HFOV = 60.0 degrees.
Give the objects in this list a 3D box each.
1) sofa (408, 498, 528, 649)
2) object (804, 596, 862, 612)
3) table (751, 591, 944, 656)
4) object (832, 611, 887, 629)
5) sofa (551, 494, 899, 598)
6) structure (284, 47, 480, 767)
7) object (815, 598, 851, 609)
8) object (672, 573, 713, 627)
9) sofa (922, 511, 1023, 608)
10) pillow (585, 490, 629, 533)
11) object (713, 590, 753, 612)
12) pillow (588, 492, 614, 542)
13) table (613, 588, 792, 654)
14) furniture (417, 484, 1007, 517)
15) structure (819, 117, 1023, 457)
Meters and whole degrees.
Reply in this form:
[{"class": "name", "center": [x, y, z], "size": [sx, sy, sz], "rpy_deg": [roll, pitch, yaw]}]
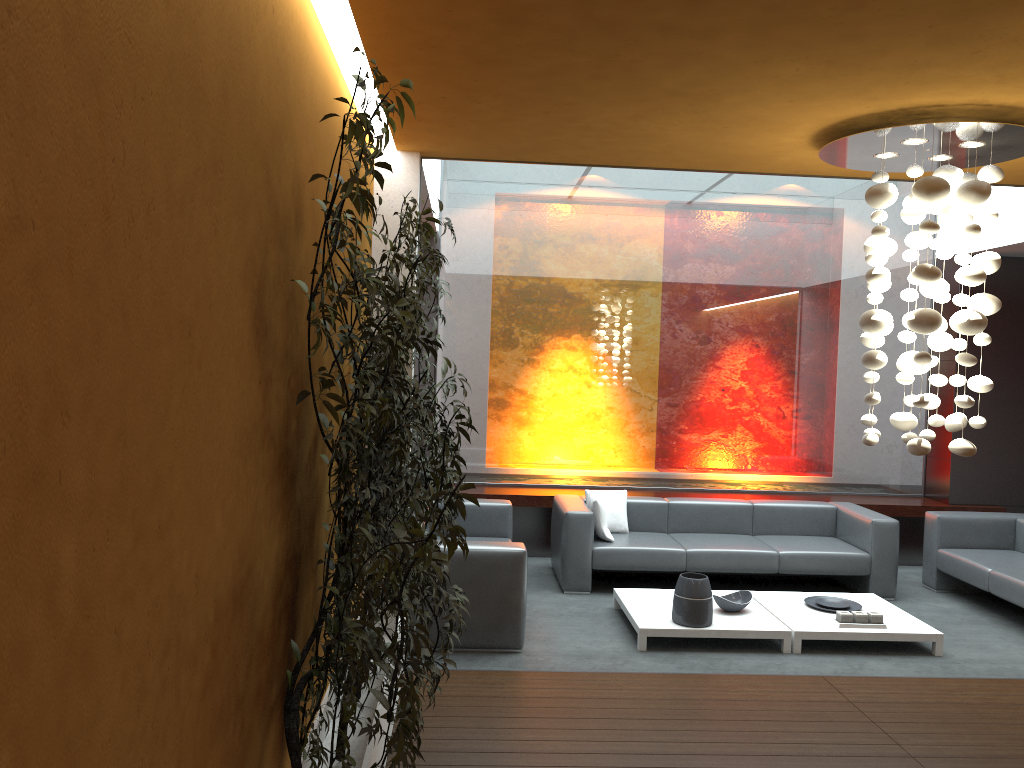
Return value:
[{"class": "sofa", "center": [-0.423, 1.308, 6.539], "size": [0.943, 0.652, 2.025], "rpy_deg": [2, 2, -3]}, {"class": "object", "center": [2.309, 1.591, 6.382], "size": [0.394, 0.027, 0.394], "rpy_deg": [2, 2, 14]}, {"class": "table", "center": [2.306, 1.682, 6.292], "size": [1.000, 0.150, 1.000], "rpy_deg": [2, 2, -3]}, {"class": "object", "center": [2.325, 1.569, 5.932], "size": [0.326, 0.097, 0.118], "rpy_deg": [2, 2, -3]}, {"class": "sofa", "center": [1.750, 1.357, 7.566], "size": [2.781, 0.652, 0.943], "rpy_deg": [2, 2, -3]}, {"class": "structure", "center": [-0.453, 0.220, 3.531], "size": [0.622, 2.483, 3.166], "rpy_deg": [2, 2, -4]}, {"class": "object", "center": [2.309, 1.588, 6.382], "size": [0.239, 0.027, 0.239], "rpy_deg": [1, 2, -31]}, {"class": "object", "center": [1.199, 1.424, 5.875], "size": [0.265, 0.309, 0.265], "rpy_deg": [1, 2, -31]}, {"class": "sofa", "center": [4.092, 1.460, 6.786], "size": [0.943, 0.652, 2.025], "rpy_deg": [2, 2, -3]}, {"class": "pillow", "center": [0.816, 1.098, 7.648], "size": [0.376, 0.361, 0.169], "rpy_deg": [2, 2, -5]}, {"class": "object", "center": [1.539, 1.521, 6.191], "size": [0.317, 0.125, 0.223], "rpy_deg": [1, 2, -36]}, {"class": "pillow", "center": [0.731, 1.104, 7.375], "size": [0.186, 0.358, 0.376], "rpy_deg": [2, 2, -4]}, {"class": "table", "center": [1.291, 1.648, 6.236], "size": [1.000, 0.150, 1.000], "rpy_deg": [2, 2, -3]}, {"class": "furniture", "center": [1.705, 1.128, 8.593], "size": [6.000, 0.109, 0.600], "rpy_deg": [2, 2, -3]}, {"class": "structure", "center": [1.989, -0.438, 4.311], "size": [1.002, 1.529, 1.002], "rpy_deg": [0, 2, -45]}]
